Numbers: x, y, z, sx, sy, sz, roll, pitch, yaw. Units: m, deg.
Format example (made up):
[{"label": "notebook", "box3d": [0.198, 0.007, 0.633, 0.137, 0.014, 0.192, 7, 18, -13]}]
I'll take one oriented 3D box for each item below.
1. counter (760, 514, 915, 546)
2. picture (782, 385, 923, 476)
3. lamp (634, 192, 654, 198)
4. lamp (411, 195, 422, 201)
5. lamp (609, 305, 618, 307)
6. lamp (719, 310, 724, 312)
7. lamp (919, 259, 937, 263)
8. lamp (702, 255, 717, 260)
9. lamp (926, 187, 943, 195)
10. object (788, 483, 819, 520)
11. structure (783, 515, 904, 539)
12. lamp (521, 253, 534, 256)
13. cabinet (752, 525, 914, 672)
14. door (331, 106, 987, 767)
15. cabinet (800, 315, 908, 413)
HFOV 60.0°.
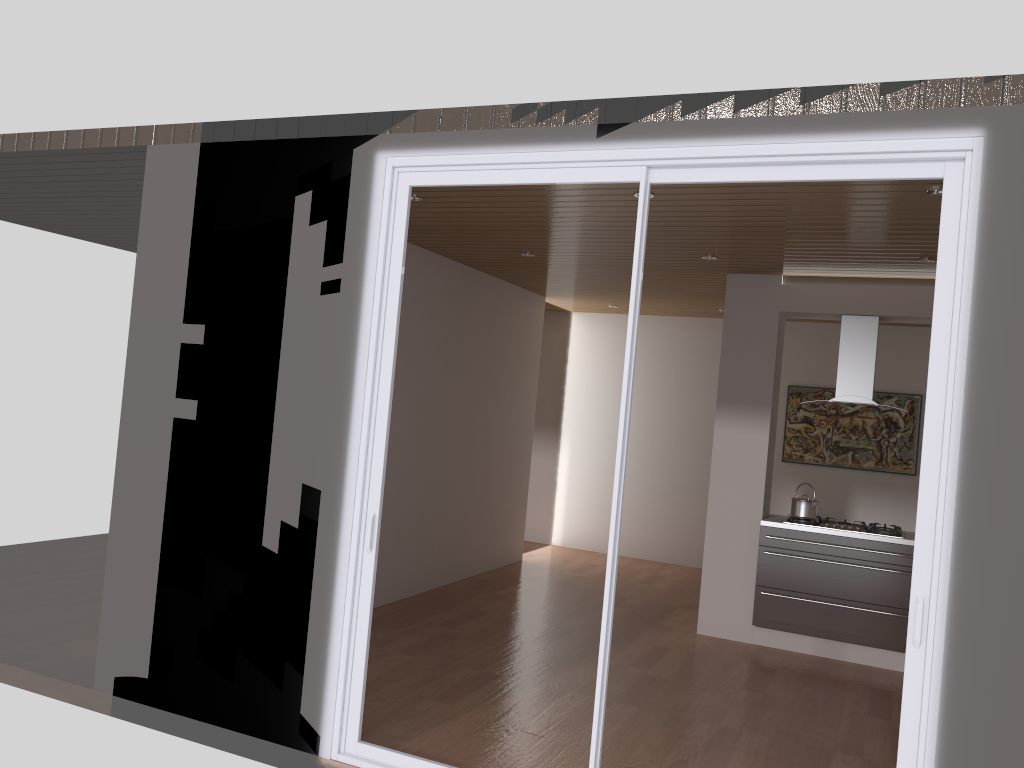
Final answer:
[{"label": "counter", "box3d": [2.631, 1.059, 5.639, 2.150, 0.036, 1.850, 5, -1, 24]}, {"label": "picture", "box3d": [3.429, 0.459, 8.990, 1.277, 0.801, 0.018, 5, -1, 24]}, {"label": "lamp", "box3d": [0.671, -0.980, 4.493, 0.102, 0.055, 0.102, 5, -1, 7]}, {"label": "lamp", "box3d": [-0.561, -1.079, 5.036, 0.102, 0.055, 0.102, 5, -1, 7]}, {"label": "lamp", "box3d": [1.068, -0.840, 9.334, 0.102, 0.055, 0.102, 5, -1, 7]}, {"label": "lamp", "box3d": [2.122, -0.755, 8.869, 0.102, 0.055, 0.102, 5, -1, 7]}, {"label": "lamp", "box3d": [2.582, -0.786, 5.504, 0.102, 0.055, 0.102, 5, -1, -4]}, {"label": "lamp", "box3d": [1.350, -0.885, 6.047, 0.102, 0.055, 0.102, 5, -1, 7]}, {"label": "lamp", "box3d": [1.903, -0.881, 3.949, 0.102, 0.055, 0.102, 5, -1, 7]}, {"label": "object", "box3d": [2.125, 0.842, 6.436, 0.221, 0.251, 0.221, 5, -1, 16]}, {"label": "structure", "box3d": [2.408, 1.016, 6.429, 0.797, 0.047, 0.494, 5, -1, 24]}, {"label": "lamp", "box3d": [0.118, -0.984, 6.591, 0.102, 0.055, 0.102, 5, -1, -4]}, {"label": "cabinet", "box3d": [2.591, 1.510, 5.629, 2.150, 0.870, 1.850, 5, -1, 24]}, {"label": "door", "box3d": [0.413, 0.347, 3.399, 2.300, 2.700, 0.101, 5, -1, 24]}, {"label": "cabinet", "box3d": [2.838, -0.002, 5.671, 2.058, 1.032, 1.399, 5, -1, 28]}]
